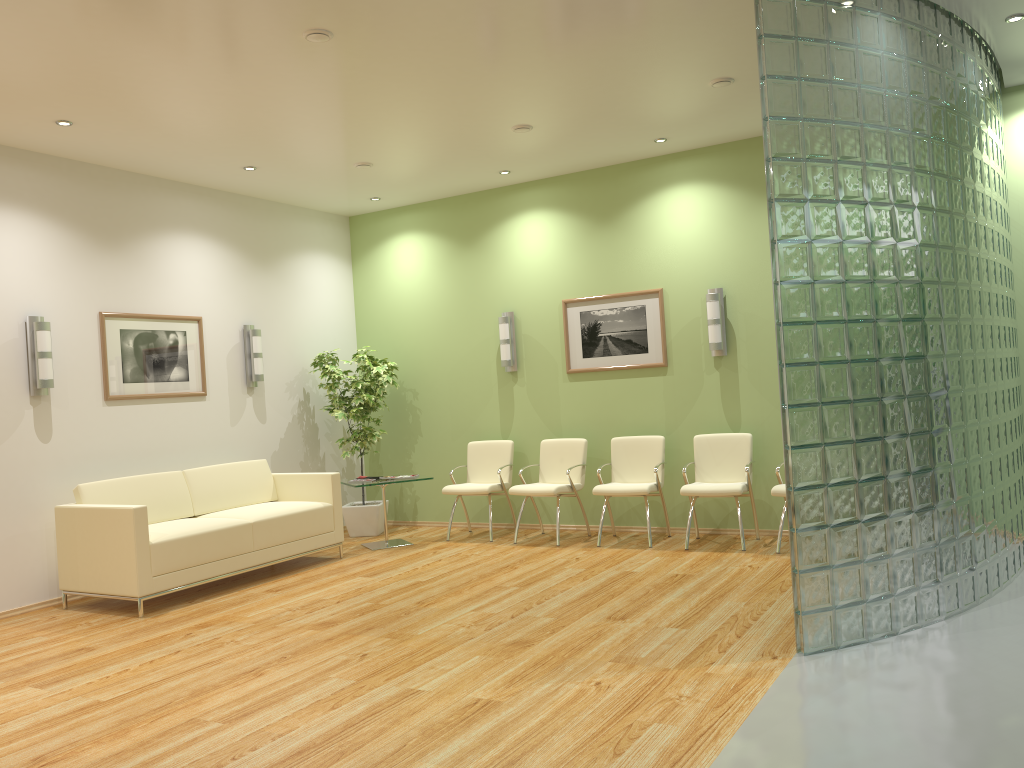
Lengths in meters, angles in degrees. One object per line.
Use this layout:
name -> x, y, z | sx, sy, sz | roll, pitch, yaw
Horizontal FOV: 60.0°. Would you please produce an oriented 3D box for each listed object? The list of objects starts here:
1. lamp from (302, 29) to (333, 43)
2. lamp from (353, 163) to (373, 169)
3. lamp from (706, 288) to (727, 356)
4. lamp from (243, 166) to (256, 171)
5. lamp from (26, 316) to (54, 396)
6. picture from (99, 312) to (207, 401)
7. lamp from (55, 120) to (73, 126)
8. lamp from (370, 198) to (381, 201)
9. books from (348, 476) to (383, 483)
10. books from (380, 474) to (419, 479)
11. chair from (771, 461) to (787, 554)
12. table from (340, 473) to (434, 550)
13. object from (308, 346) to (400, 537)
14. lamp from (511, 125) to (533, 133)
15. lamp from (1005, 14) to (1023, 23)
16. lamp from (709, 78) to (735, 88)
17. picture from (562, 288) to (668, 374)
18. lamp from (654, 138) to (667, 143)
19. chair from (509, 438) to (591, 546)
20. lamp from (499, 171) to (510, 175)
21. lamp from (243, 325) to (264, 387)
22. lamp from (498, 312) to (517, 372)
lamp -> -1.052, -1.878, 4.805 | 0.167, 0.024, 0.167 | -4, 0, -21
lamp -> -1.264, -1.849, 7.543 | 0.167, 0.024, 0.167 | -4, 0, -9
lamp -> 1.740, -0.529, 7.579 | 0.134, 0.580, 0.142 | -4, 0, 30
lamp -> -2.189, -1.798, 7.408 | 0.105, 0.011, 0.105 | -3, 0, -27
lamp -> -3.424, -0.207, 6.451 | 0.142, 0.580, 0.134 | -4, 0, 30
picture -> -2.957, -0.232, 7.380 | 0.025, 0.700, 1.000 | -4, 0, 30
lamp -> -3.015, -1.753, 5.971 | 0.105, 0.011, 0.105 | -3, 0, -27
lamp -> -1.363, -1.842, 8.845 | 0.105, 0.011, 0.105 | -3, 0, -34
books -> -1.346, 0.873, 8.177 | 0.230, 0.031, 0.328 | -4, 0, 10
books -> -1.040, 0.854, 8.199 | 0.328, 0.031, 0.230 | -4, 0, 5
chair -> 2.336, 0.821, 6.823 | 0.536, 0.881, 0.650 | -4, 0, 35
table -> -1.175, 1.186, 8.228 | 0.736, 0.614, 0.736 | -3, 0, -25
object -> -1.525, 0.567, 8.889 | 0.668, 1.900, 0.943 | -4, 0, 38
lamp -> 0.078, -1.939, 6.769 | 0.167, 0.024, 0.167 | -4, 0, -9
lamp -> 2.946, -2.136, 5.191 | 0.105, 0.011, 0.105 | -3, 0, -32
lamp -> 1.419, -2.029, 5.995 | 0.167, 0.024, 0.167 | -4, 0, 13
picture -> 0.924, -0.474, 8.117 | 1.000, 0.700, 0.025 | -4, 0, 30
lamp -> 1.231, -2.015, 7.348 | 0.105, 0.011, 0.105 | -4, 0, 11
chair -> 0.348, 0.954, 7.973 | 0.536, 0.881, 0.650 | -4, 0, 35
lamp -> -0.066, -1.929, 8.096 | 0.105, 0.011, 0.105 | -4, 0, 11
lamp -> -2.394, -0.263, 8.243 | 0.142, 0.580, 0.134 | -4, 0, 30
lamp -> -0.048, -0.410, 8.610 | 0.134, 0.580, 0.142 | -4, 0, 30
